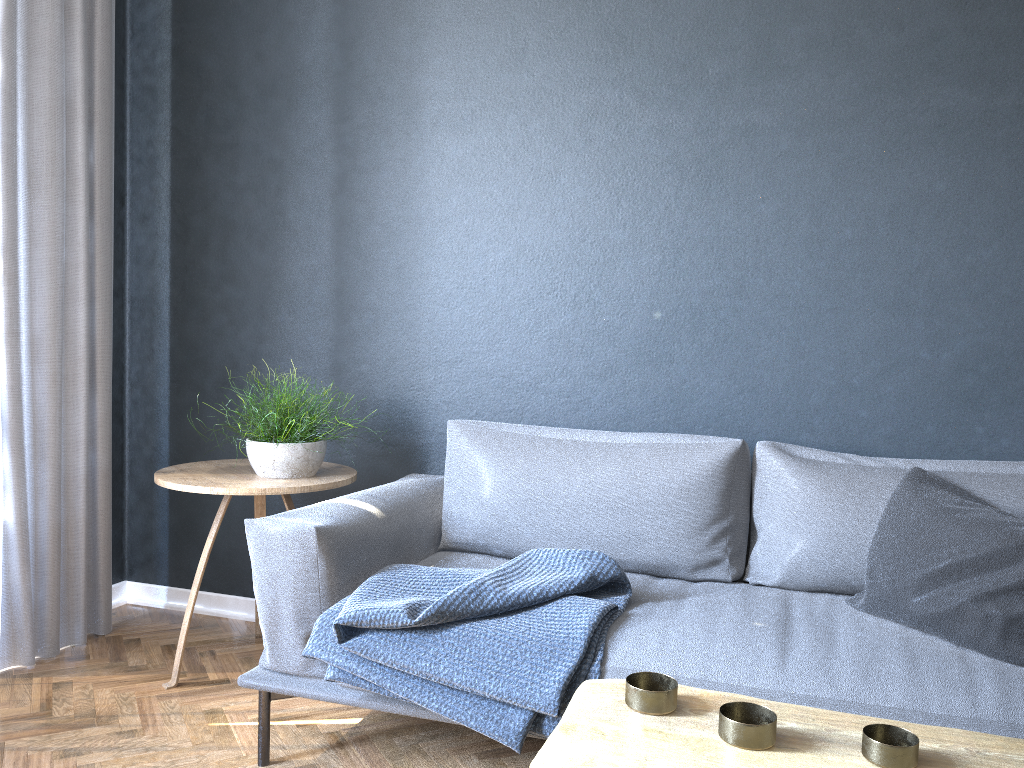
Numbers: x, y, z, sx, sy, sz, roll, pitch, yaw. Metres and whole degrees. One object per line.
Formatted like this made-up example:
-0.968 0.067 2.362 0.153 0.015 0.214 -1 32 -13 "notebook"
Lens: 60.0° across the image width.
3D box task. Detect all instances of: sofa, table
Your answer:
0.565 0.550 2.183 2.339 0.799 0.969 3 3 17 "sofa"
0.424 0.728 1.081 0.787 0.550 0.339 3 4 18 "table"

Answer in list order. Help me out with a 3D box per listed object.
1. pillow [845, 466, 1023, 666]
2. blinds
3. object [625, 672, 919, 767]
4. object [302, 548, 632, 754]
1.147 0.403 1.932 0.797 0.362 0.442 4 4 35 "pillow"
-1.971 -0.487 1.200 0.312 2.791 3.990 3 3 18 "blinds"
0.314 0.431 1.128 0.368 0.033 0.103 3 3 28 "object"
-0.078 0.559 2.068 0.666 0.329 0.490 3 3 22 "object"
